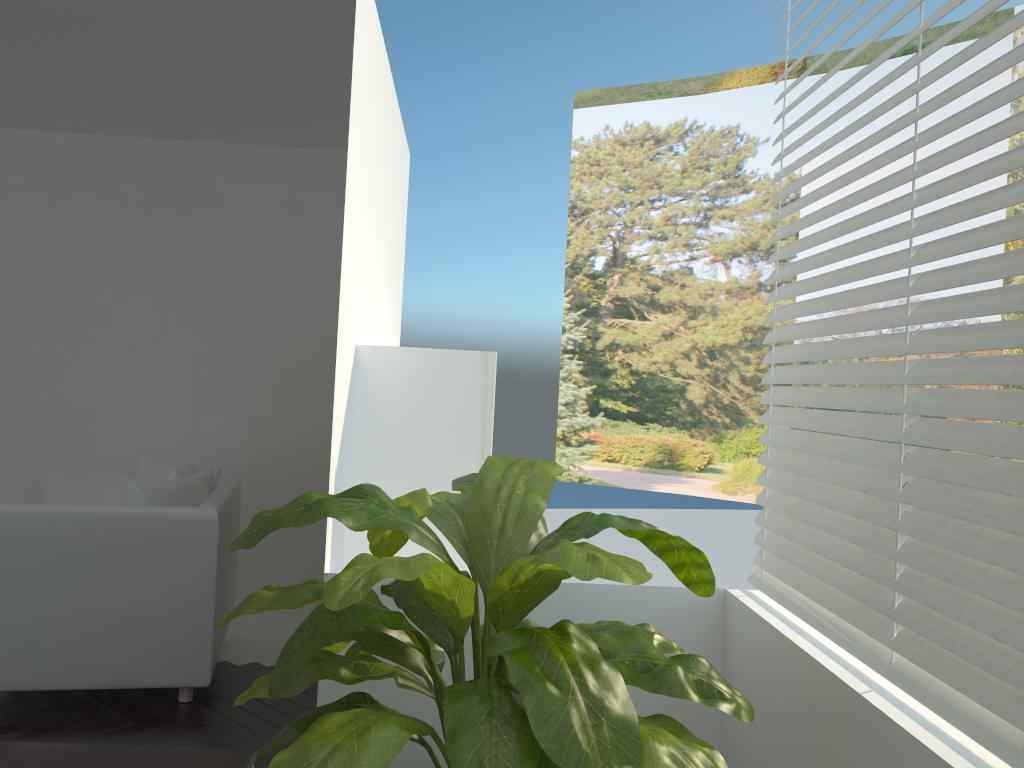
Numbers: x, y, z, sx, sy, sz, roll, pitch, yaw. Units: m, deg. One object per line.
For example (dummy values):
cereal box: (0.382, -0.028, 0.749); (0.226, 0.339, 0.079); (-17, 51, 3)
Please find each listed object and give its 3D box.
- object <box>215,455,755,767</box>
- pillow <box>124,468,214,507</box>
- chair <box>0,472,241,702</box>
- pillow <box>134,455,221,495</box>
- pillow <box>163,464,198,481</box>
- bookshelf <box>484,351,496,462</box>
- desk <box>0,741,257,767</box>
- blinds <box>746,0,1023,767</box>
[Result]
object: (-0.059, 0.765, 1.827); (1.025, 1.199, 1.121); (3, -1, -25)
pillow: (-1.486, 0.604, 3.775); (0.257, 0.473, 0.464); (3, -1, 24)
chair: (-1.773, 0.869, 4.002); (0.944, 0.817, 1.155); (3, 0, -13)
pillow: (-1.677, 0.622, 4.373); (0.497, 0.504, 0.235); (3, -1, 17)
pillow: (-1.579, 0.601, 4.072); (0.255, 0.467, 0.532); (3, 0, -13)
bookshelf: (-0.401, 0.571, 4.063); (0.501, 1.497, 2.099); (3, 0, -3)
desk: (-1.348, 0.949, 1.031); (1.812, 0.698, 0.975); (3, 0, -3)
blinds: (0.885, -1.530, 0.673); (1.220, 4.266, 3.916); (3, -1, 16)
